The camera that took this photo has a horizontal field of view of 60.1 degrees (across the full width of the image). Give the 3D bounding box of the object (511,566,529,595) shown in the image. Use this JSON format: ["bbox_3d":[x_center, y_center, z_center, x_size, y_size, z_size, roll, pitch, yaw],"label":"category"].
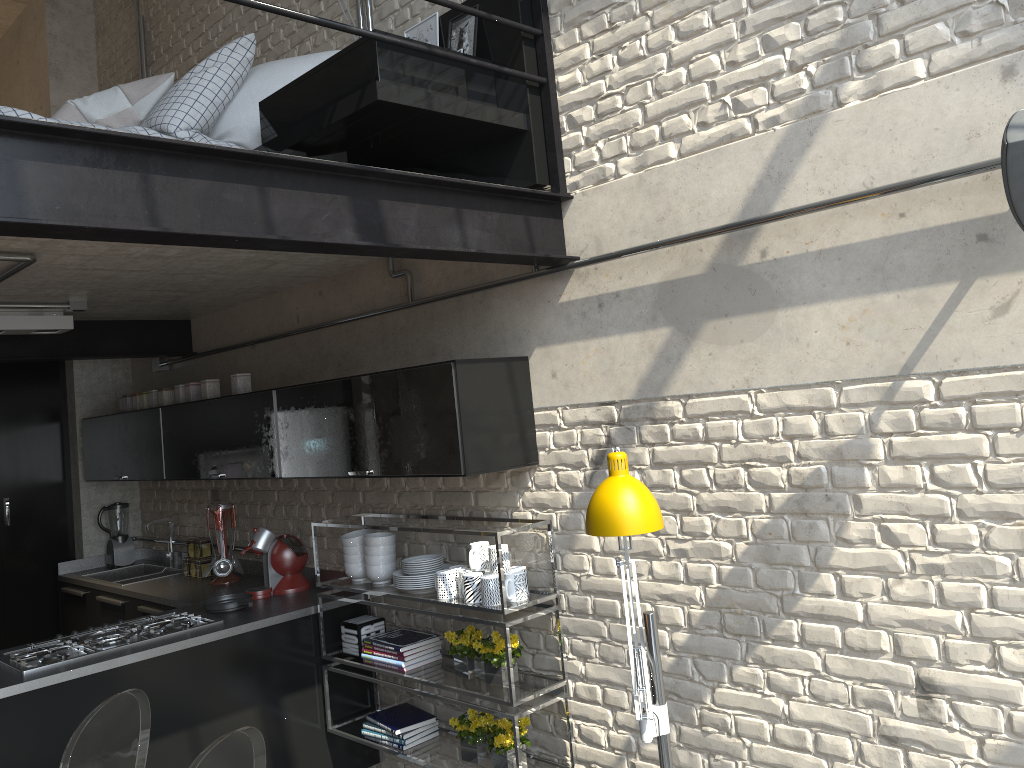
[{"bbox_3d":[0.019,0.759,3.416,0.083,0.100,0.108,-5,-3,-10],"label":"object"}]

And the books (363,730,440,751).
[{"bbox_3d":[-0.472,1.499,3.787,0.201,0.023,0.277,-4,-2,-45],"label":"books"}]

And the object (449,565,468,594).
[{"bbox_3d":[-0.214,0.785,3.563,0.083,0.100,0.108,-5,-3,-10],"label":"object"}]

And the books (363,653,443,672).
[{"bbox_3d":[-0.468,1.178,3.801,0.211,0.021,0.291,-4,-2,-45],"label":"books"}]

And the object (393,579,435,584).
[{"bbox_3d":[-0.366,0.813,3.679,0.251,0.031,0.251,-6,-1,14],"label":"object"}]

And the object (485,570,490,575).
[{"bbox_3d":[-0.073,0.767,3.399,0.108,0.101,0.082,-4,-4,-30],"label":"object"}]

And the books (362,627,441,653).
[{"bbox_3d":[-0.476,1.100,3.807,0.211,0.021,0.291,-4,-2,-41],"label":"books"}]

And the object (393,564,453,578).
[{"bbox_3d":[-0.368,0.788,3.681,0.251,0.031,0.251,-6,-1,14],"label":"object"}]

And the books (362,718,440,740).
[{"bbox_3d":[-0.476,1.456,3.791,0.277,0.023,0.201,-7,-2,44],"label":"books"}]

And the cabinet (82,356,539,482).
[{"bbox_3d":[-1.405,0.273,4.687,0.400,0.423,3.874,-2,-3,-44],"label":"cabinet"}]

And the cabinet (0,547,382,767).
[{"bbox_3d":[-2.463,1.596,4.329,2.434,1.009,2.732,-4,-2,-44],"label":"cabinet"}]

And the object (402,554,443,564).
[{"bbox_3d":[-0.372,0.739,3.685,0.171,0.030,0.170,-4,-2,-40],"label":"object"}]

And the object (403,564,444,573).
[{"bbox_3d":[-0.369,0.774,3.682,0.171,0.030,0.170,-4,-2,-40],"label":"object"}]

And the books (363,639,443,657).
[{"bbox_3d":[-0.470,1.119,3.809,0.211,0.021,0.291,-4,-2,-44],"label":"books"}]

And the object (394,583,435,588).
[{"bbox_3d":[-0.364,0.829,3.678,0.251,0.031,0.251,-6,-1,14],"label":"object"}]

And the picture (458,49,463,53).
[{"bbox_3d":[-0.233,-1.275,3.511,0.030,0.087,0.096,-1,-5,-44],"label":"picture"}]

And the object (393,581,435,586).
[{"bbox_3d":[-0.365,0.821,3.679,0.251,0.031,0.251,-6,-1,14],"label":"object"}]

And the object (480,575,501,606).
[{"bbox_3d":[-0.069,0.764,3.295,0.082,0.101,0.108,-8,-4,35],"label":"object"}]

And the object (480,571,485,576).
[{"bbox_3d":[-0.078,0.770,3.508,0.108,0.101,0.082,-3,-4,-45],"label":"object"}]

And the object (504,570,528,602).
[{"bbox_3d":[0.002,0.758,3.314,0.108,0.101,0.082,-4,-4,-30],"label":"object"}]

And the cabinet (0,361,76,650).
[{"bbox_3d":[-3.993,1.029,5.420,2.322,2.486,0.550,-3,-6,-44],"label":"cabinet"}]

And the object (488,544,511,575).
[{"bbox_3d":[-0.041,0.662,3.354,0.082,0.101,0.108,-8,-4,35],"label":"object"}]

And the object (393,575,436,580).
[{"bbox_3d":[-0.368,0.797,3.681,0.251,0.031,0.251,-6,-1,14],"label":"object"}]

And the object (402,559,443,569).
[{"bbox_3d":[-0.370,0.756,3.684,0.171,0.030,0.170,-4,-2,-40],"label":"object"}]

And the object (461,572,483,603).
[{"bbox_3d":[-0.147,0.774,3.377,0.083,0.100,0.108,-5,-3,-10],"label":"object"}]

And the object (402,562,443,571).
[{"bbox_3d":[-0.369,0.765,3.683,0.171,0.030,0.170,-4,-2,-40],"label":"object"}]

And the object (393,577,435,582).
[{"bbox_3d":[-0.367,0.805,3.680,0.251,0.031,0.251,-6,-1,14],"label":"object"}]

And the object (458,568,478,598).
[{"bbox_3d":[-0.161,0.777,3.469,0.082,0.101,0.108,-8,-4,35],"label":"object"}]

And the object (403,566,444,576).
[{"bbox_3d":[-0.368,0.782,3.682,0.171,0.030,0.170,-4,-2,-40],"label":"object"}]

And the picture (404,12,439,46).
[{"bbox_3d":[-0.380,-1.371,3.713,0.033,0.315,0.225,-1,-6,-44],"label":"picture"}]

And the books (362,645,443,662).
[{"bbox_3d":[-0.472,1.138,3.804,0.291,0.021,0.211,-7,-2,44],"label":"books"}]

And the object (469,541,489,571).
[{"bbox_3d":[-0.134,0.674,3.451,0.108,0.101,0.082,-4,-4,-30],"label":"object"}]

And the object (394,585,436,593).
[{"bbox_3d":[-0.364,0.837,3.677,0.251,0.031,0.251,-6,-1,14],"label":"object"}]

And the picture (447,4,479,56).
[{"bbox_3d":[-0.199,-1.361,3.512,0.055,0.250,0.174,-1,-6,-44],"label":"picture"}]

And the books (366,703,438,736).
[{"bbox_3d":[-0.475,1.435,3.795,0.201,0.023,0.277,-5,-2,-35],"label":"books"}]

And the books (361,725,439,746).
[{"bbox_3d":[-0.478,1.478,3.785,0.277,0.023,0.201,-7,-2,40],"label":"books"}]

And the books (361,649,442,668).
[{"bbox_3d":[-0.475,1.158,3.797,0.211,0.021,0.291,-4,-2,-45],"label":"books"}]

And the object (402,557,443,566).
[{"bbox_3d":[-0.371,0.748,3.685,0.171,0.030,0.170,-4,-2,-40],"label":"object"}]

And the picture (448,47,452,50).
[{"bbox_3d":[-0.312,-1.282,3.587,0.052,0.121,0.174,-1,-5,-44],"label":"picture"}]
